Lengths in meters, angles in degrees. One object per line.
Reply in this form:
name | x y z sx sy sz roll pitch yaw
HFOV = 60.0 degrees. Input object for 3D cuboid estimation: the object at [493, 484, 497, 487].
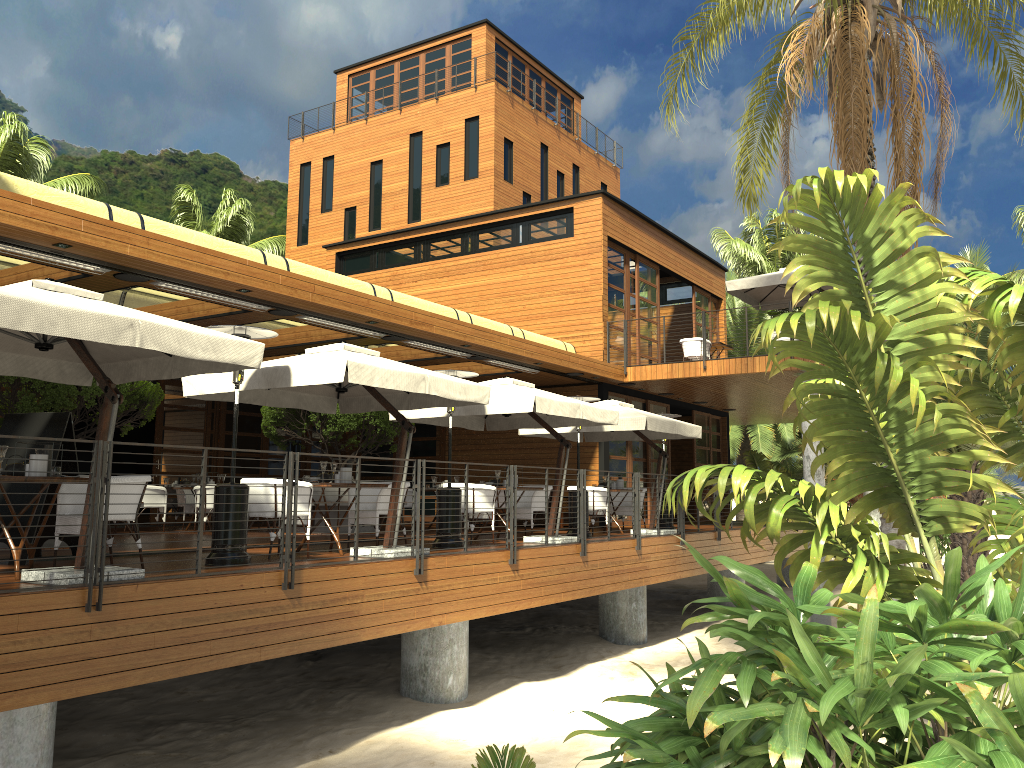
object | -0.231 1.413 12.333 0.080 0.042 0.080 1 -7 -6

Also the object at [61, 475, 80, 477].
object | -3.676 0.755 7.216 0.294 0.025 0.170 -4 -9 32

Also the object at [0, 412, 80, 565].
object | -4.549 0.967 8.406 0.768 1.401 0.769 -2 -8 17

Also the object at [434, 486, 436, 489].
object | -1.440 1.958 16.780 0.116 0.065 0.115 1 -8 -8

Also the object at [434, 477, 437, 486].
object | -1.468 1.896 16.963 0.082 0.227 0.082 4 -9 -22

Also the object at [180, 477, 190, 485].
object | -5.706 1.718 15.523 0.163 0.179 0.167 6 -10 -37

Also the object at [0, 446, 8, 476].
object | -3.832 0.577 6.648 0.082 0.227 0.082 -5 -10 33

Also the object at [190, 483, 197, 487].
object | -5.513 1.757 15.363 0.116 0.065 0.116 6 -9 -36

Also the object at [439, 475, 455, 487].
object | -1.237 1.858 16.775 0.263 0.264 0.263 2 -8 -11

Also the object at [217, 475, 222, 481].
object | -5.224 1.730 15.809 0.082 0.227 0.082 -8 -11 44

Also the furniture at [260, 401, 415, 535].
furniture | -3.007 1.194 15.254 2.615 2.730 2.688 -3 -8 23

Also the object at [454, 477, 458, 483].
object | -1.042 1.845 16.544 0.082 0.227 0.082 4 -9 -22

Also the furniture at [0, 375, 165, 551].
furniture | -5.855 0.636 10.971 2.569 2.730 2.712 1 -8 -2

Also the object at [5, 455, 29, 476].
object | -3.892 0.645 6.971 0.168 0.179 0.162 -4 -9 30

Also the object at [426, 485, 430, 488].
object | -1.605 1.964 16.921 0.086 0.086 0.086 -7 -11 43

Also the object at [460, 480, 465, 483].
object | -0.910 1.876 16.568 0.163 0.179 0.167 1 -8 -8

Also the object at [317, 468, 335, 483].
object | -2.074 1.012 9.792 0.163 0.179 0.167 -5 -9 34

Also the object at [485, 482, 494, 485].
object | -0.316 1.407 12.386 0.116 0.065 0.116 -4 -9 31

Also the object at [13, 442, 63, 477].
object | -3.640 0.585 6.818 0.263 0.264 0.263 2 -8 -12

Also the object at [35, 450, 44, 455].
object | -3.836 0.647 7.200 0.082 0.227 0.082 -5 -10 33

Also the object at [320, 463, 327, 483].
object | -2.013 0.944 9.466 0.082 0.227 0.082 -5 -10 33

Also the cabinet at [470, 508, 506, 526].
cabinet | -0.868 2.655 19.327 1.610 0.840 0.556 -4 -9 32

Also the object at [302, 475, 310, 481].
object | -2.231 1.037 9.624 0.086 0.086 0.086 -6 -10 37

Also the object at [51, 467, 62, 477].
object | -3.616 0.700 7.023 0.086 0.086 0.086 -6 -10 37

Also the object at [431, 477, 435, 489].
object | -1.469 1.844 16.553 0.082 0.227 0.082 1 -8 -5

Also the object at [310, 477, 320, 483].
object | -2.129 1.042 9.578 0.116 0.065 0.116 -4 -9 31

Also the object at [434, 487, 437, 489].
object | -1.420 1.954 16.655 0.080 0.042 0.080 -3 -8 22

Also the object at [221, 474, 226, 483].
object | -5.026 1.686 15.449 0.082 0.227 0.082 7 -10 -39

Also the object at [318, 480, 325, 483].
object | -2.044 1.047 9.524 0.080 0.042 0.080 1 -7 -6

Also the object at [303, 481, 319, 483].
object | -2.173 1.042 9.418 0.294 0.025 0.170 -4 -9 32

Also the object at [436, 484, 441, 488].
object | -1.370 1.912 16.500 0.086 0.086 0.086 -5 -9 34

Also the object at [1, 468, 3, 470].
object | -3.948 0.676 6.760 0.116 0.065 0.116 -5 -9 36

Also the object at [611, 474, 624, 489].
object | 1.830 1.686 15.291 0.263 0.264 0.263 2 -8 -12

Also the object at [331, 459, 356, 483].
object | -1.821 0.951 9.636 0.263 0.264 0.263 2 -8 -12

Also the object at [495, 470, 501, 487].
object | -0.200 1.309 12.274 0.082 0.227 0.082 -5 -10 33

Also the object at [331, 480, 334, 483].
object | -1.984 1.099 9.930 0.080 0.042 0.080 1 -7 -6

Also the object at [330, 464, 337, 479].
object | -2.017 1.013 10.017 0.082 0.227 0.082 -3 -9 21

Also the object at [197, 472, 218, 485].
object | -5.321 1.677 15.508 0.263 0.264 0.263 7 -10 -40

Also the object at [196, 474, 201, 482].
object | -5.392 1.656 15.232 0.082 0.227 0.082 -8 -11 44

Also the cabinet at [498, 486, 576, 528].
cabinet | 0.500 2.553 18.462 1.610 0.840 0.556 -4 -9 32

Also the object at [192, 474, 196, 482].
object | -5.603 1.704 15.614 0.082 0.227 0.082 7 -10 -39

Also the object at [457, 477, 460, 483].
object | -1.042 1.900 16.979 0.082 0.227 0.082 1 -8 -5

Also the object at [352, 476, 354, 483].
object | -1.797 1.066 9.840 0.086 0.086 0.086 -6 -10 37

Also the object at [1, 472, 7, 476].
object | -3.863 0.681 6.707 0.080 0.042 0.080 -3 -8 24
